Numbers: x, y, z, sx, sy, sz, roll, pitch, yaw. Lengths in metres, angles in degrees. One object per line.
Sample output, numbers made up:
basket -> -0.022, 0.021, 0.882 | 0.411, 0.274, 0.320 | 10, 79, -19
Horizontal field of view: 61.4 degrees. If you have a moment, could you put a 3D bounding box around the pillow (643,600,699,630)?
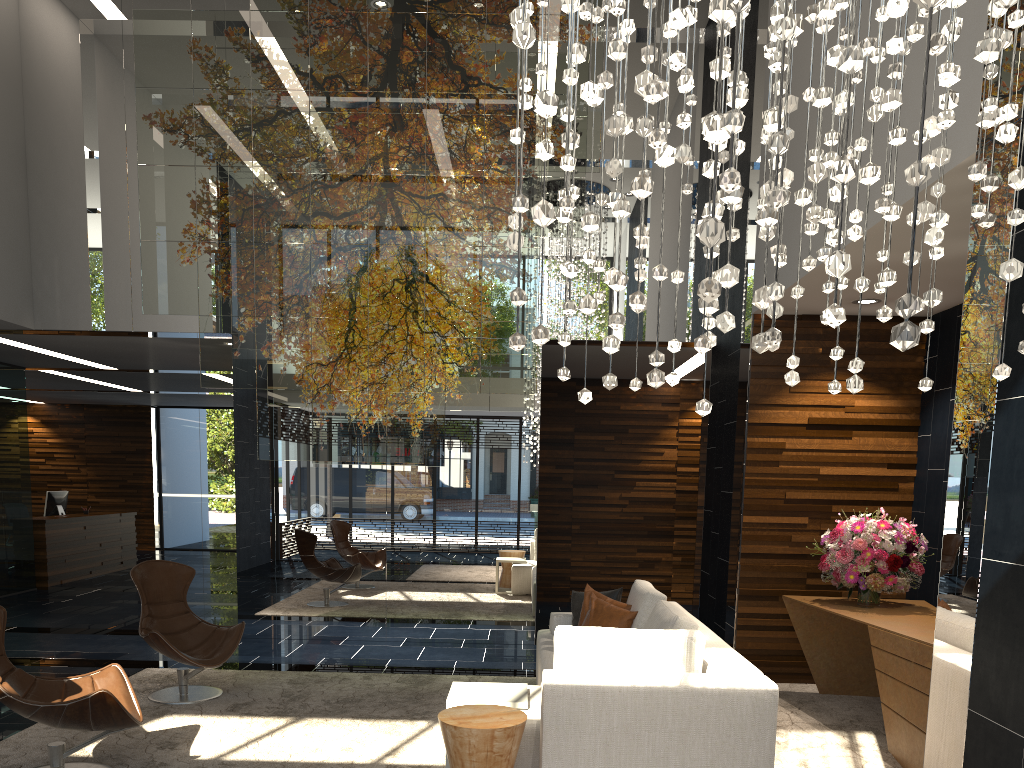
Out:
pillow -> 0.844, 1.474, 4.869 | 0.290, 0.439, 0.715 | 1, -2, 2

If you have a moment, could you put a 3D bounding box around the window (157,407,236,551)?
window -> -4.995, 1.916, 17.061 | 3.957, 2.886, 0.058 | 1, 7, 1

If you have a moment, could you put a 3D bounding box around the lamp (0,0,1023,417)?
lamp -> -0.474, -46.012, 2.395 | 397.978, 115.307, 398.917 | -1, -6, 26

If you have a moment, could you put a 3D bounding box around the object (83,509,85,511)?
object -> -6.407, 1.891, 12.934 | 0.076, 0.104, 0.151 | 3, -1, 31

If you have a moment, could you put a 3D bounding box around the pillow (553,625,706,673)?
pillow -> 0.544, 1.377, 4.089 | 0.712, 0.467, 0.214 | 1, 5, 2

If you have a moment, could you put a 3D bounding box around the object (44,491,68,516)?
object -> -6.655, 1.813, 12.639 | 0.189, 0.497, 0.479 | 2, 1, 6

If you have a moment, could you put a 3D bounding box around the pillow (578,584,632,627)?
pillow -> 0.602, 1.592, 5.873 | 0.242, 0.435, 0.545 | -2, 1, -34

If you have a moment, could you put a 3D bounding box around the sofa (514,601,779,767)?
sofa -> 0.547, 1.795, 5.204 | 1.290, 0.687, 2.839 | 1, -5, 1

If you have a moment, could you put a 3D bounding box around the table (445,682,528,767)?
table -> -0.125, 1.812, 4.449 | 0.400, 0.472, 0.395 | 1, 2, 1

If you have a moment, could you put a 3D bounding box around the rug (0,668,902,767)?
rug -> 0.041, 2.133, 5.193 | 5.900, 0.006, 3.200 | 1, -6, 1

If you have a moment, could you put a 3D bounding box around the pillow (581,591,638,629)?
pillow -> 0.587, 1.592, 5.654 | 0.268, 0.417, 0.516 | -1, 0, -29

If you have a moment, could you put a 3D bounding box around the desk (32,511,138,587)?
desk -> -6.529, 2.368, 12.667 | 0.879, 0.894, 2.662 | 1, -5, 1

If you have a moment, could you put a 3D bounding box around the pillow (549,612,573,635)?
pillow -> 0.592, 1.772, 6.377 | 0.624, 0.153, 0.238 | 2, -2, -4

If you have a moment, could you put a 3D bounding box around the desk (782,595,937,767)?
desk -> 2.456, 1.822, 5.282 | 0.990, 0.753, 2.234 | 1, -5, 1

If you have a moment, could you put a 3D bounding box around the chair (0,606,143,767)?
chair -> -2.232, 1.510, 4.219 | 0.788, 0.942, 0.667 | 0, 3, -31

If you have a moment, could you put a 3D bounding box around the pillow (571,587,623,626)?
pillow -> 0.582, 1.618, 6.089 | 0.254, 0.419, 0.551 | -2, 1, -42

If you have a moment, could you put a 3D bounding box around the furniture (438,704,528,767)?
furniture -> -0.133, 1.716, 3.808 | 0.390, 0.528, 0.390 | 3, 3, 36

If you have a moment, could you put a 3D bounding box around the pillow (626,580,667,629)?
pillow -> 0.860, 1.565, 5.760 | 0.248, 0.455, 0.715 | 1, -2, 1

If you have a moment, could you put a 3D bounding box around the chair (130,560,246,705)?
chair -> -2.285, 1.692, 5.897 | 0.785, 0.942, 0.669 | 2, 3, 28

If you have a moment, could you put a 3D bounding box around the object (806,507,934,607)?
object -> 2.437, 1.170, 5.846 | 0.691, 0.685, 0.653 | 1, 1, -8

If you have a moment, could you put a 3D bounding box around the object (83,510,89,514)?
object -> -6.387, 1.925, 12.929 | 0.076, 0.060, 0.076 | 1, -1, 25
